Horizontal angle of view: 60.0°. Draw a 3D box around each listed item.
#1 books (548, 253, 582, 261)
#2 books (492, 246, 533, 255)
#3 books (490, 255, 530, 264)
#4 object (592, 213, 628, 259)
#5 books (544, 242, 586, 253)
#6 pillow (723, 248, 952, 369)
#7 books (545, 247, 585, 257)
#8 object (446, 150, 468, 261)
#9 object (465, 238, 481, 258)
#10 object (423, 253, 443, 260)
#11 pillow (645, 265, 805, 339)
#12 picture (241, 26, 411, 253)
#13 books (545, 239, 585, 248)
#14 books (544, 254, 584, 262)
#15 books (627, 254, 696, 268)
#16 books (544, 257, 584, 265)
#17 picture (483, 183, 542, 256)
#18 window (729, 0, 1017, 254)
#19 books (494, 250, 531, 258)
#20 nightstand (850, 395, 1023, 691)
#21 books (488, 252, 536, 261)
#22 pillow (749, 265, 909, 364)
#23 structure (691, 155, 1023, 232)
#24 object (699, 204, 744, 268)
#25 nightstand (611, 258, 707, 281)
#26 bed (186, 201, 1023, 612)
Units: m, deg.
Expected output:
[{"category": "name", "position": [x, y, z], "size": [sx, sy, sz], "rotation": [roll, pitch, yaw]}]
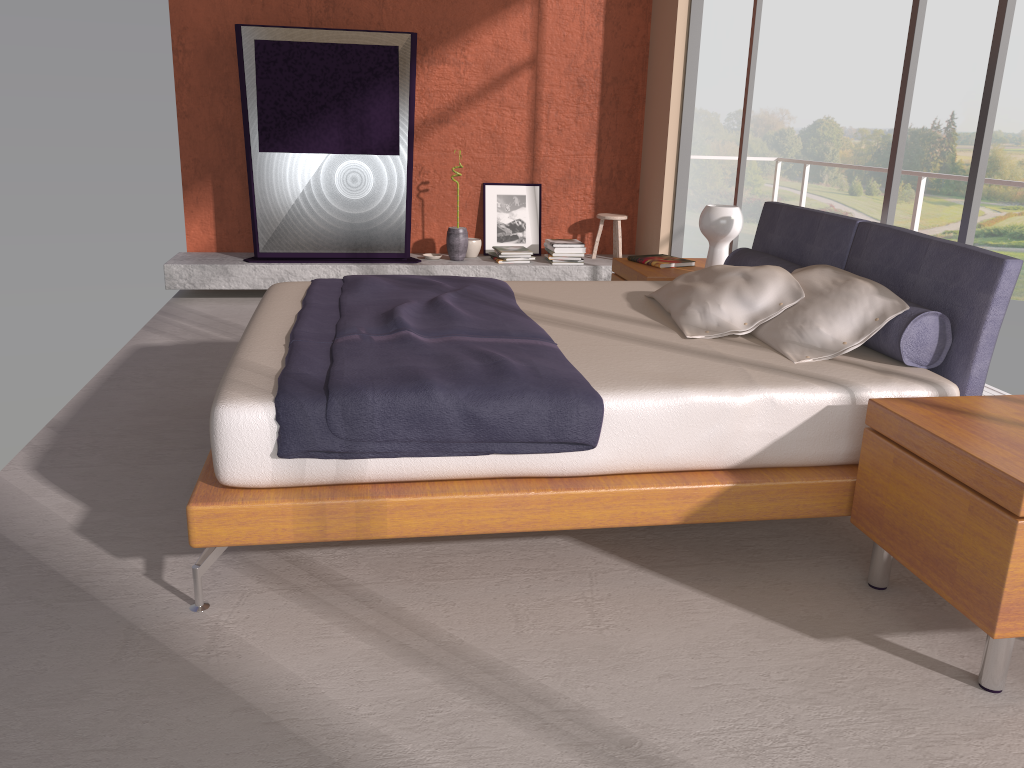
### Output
[{"category": "books", "position": [0.398, -0.975, 6.739], "size": [0.247, 0.025, 0.287], "rotation": [2, 17, 1]}, {"category": "books", "position": [0.003, -1.010, 6.705], "size": [0.247, 0.018, 0.328], "rotation": [-2, 17, -13]}, {"category": "books", "position": [-0.014, -0.947, 6.723], "size": [0.247, 0.025, 0.287], "rotation": [-2, 17, -13]}, {"category": "object", "position": [0.785, -1.145, 6.925], "size": [0.257, 0.349, 0.260], "rotation": [-12, 21, -39]}, {"category": "books", "position": [0.400, -1.038, 6.740], "size": [0.247, 0.038, 0.319], "rotation": [-2, 17, -12]}, {"category": "pillow", "position": [1.212, -0.345, 3.517], "size": [0.205, 0.201, 1.470], "rotation": [-1, 17, -10]}, {"category": "books", "position": [0.399, -1.007, 6.750], "size": [0.247, 0.027, 0.328], "rotation": [-1, 17, -8]}, {"category": "object", "position": [-0.401, -1.318, 6.556], "size": [0.165, 0.810, 0.165], "rotation": [6, 17, 13]}, {"category": "object", "position": [-0.326, -1.047, 6.832], "size": [0.179, 0.137, 0.180], "rotation": [2, 17, 2]}, {"category": "object", "position": [-0.600, -0.954, 6.689], "size": [0.152, 0.040, 0.152], "rotation": [9, 18, 24]}, {"category": "pillow", "position": [0.818, -0.361, 3.531], "size": [0.431, 0.264, 0.869], "rotation": [1, 17, -2]}, {"category": "picture", "position": [-1.269, -1.675, 6.196], "size": [1.129, 1.496, 0.126], "rotation": [-1, 17, -10]}, {"category": "books", "position": [0.400, -1.070, 6.737], "size": [0.247, 0.025, 0.287], "rotation": [-1, 17, -10]}, {"category": "books", "position": [0.397, -0.962, 6.769], "size": [0.247, 0.018, 0.287], "rotation": [-1, 17, -10]}, {"category": "books", "position": [0.818, -0.674, 4.860], "size": [0.247, 0.025, 0.287], "rotation": [-7, 19, -28]}, {"category": "books", "position": [0.397, -0.943, 6.769], "size": [0.247, 0.018, 0.328], "rotation": [-1, 17, -8]}, {"category": "picture", "position": [0.004, -1.284, 6.927], "size": [0.458, 0.550, 0.117], "rotation": [-1, 17, -10]}, {"category": "window", "position": [1.954, -0.990, 2.575], "size": [0.075, 3.133, 6.106], "rotation": [-1, 17, -10]}, {"category": "books", "position": [0.005, -0.989, 6.707], "size": [0.247, 0.025, 0.287], "rotation": [0, 17, -8]}, {"category": "nightstand", "position": [1.336, 0.391, 2.357], "size": [0.562, 0.556, 0.628], "rotation": [-1, 17, -10]}, {"category": "books", "position": [-0.002, -0.971, 6.727], "size": [0.247, 0.018, 0.328], "rotation": [-6, 18, -25]}, {"category": "pillow", "position": [1.060, -0.272, 3.222], "size": [0.400, 0.265, 0.791], "rotation": [0, 17, -7]}, {"category": "structure", "position": [2.286, -0.110, 3.107], "size": [0.728, 1.005, 7.689], "rotation": [-1, 17, -10]}, {"category": "object", "position": [1.070, -0.746, 4.571], "size": [0.224, 0.338, 0.224], "rotation": [2, 17, 1]}, {"category": "nightstand", "position": [0.889, -0.365, 4.848], "size": [0.562, 0.556, 0.628], "rotation": [-1, 17, -10]}, {"category": "bed", "position": [0.187, -0.158, 3.403], "size": [2.462, 0.959, 2.017], "rotation": [-1, 17, -10]}]
